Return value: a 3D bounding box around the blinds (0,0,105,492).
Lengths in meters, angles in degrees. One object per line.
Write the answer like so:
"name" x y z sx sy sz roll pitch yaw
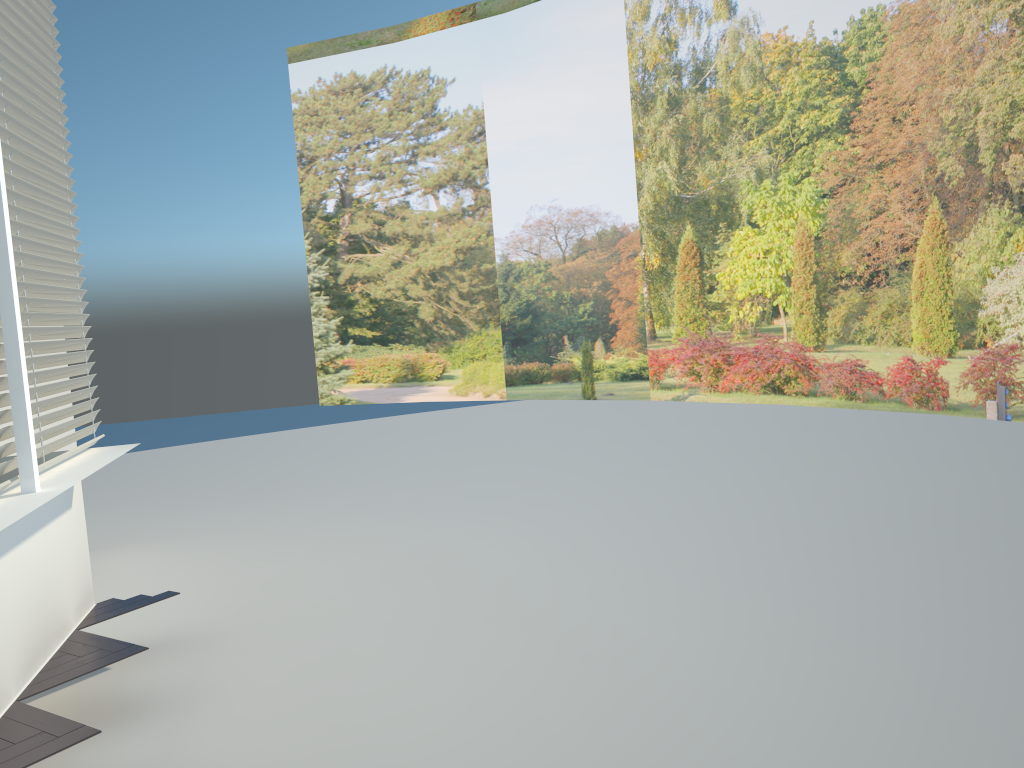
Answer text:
"blinds" -1.925 -1.672 2.337 1.219 4.260 3.923 -4 4 8
